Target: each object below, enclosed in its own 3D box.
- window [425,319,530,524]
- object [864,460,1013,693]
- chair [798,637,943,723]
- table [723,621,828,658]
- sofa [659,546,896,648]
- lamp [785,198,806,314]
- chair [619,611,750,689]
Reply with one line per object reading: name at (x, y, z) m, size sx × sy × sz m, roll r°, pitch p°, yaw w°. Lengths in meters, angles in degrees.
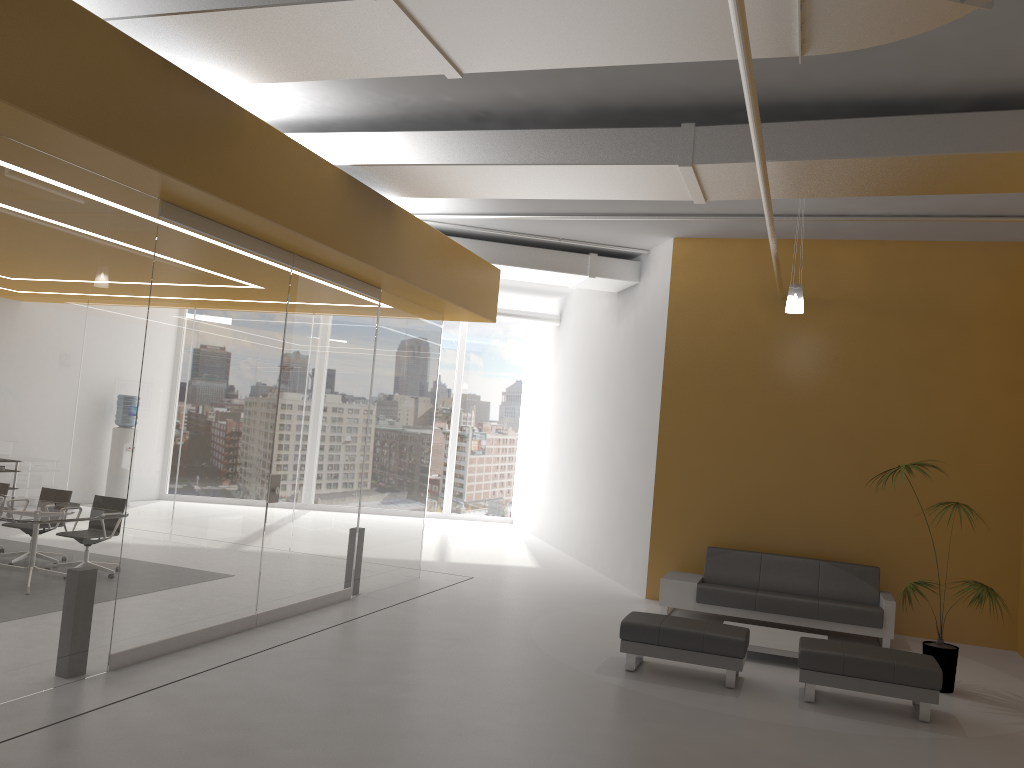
window at (-2.565, 0.444, 18.367) m, size 8.533 × 4.498 × 0.100 m, roll 6°, pitch -3°, yaw -11°
object at (3.641, 1.640, 7.678) m, size 0.912 × 1.956 × 1.222 m, roll 7°, pitch -4°, yaw -31°
chair at (2.763, 2.290, 6.930) m, size 1.012 × 0.423 × 0.575 m, roll 4°, pitch -4°, yaw 19°
table at (2.486, 2.492, 8.451) m, size 1.000 × 0.150 × 1.000 m, roll 4°, pitch -4°, yaw 19°
sofa at (2.898, 2.300, 9.795) m, size 2.400 × 0.761 × 0.860 m, roll 4°, pitch -4°, yaw 19°
lamp at (2.793, -1.303, 8.643) m, size 0.174 × 1.227 × 0.174 m, roll 7°, pitch -4°, yaw -30°
chair at (1.439, 2.201, 7.400) m, size 1.012 × 0.423 × 0.575 m, roll 4°, pitch -4°, yaw 19°
